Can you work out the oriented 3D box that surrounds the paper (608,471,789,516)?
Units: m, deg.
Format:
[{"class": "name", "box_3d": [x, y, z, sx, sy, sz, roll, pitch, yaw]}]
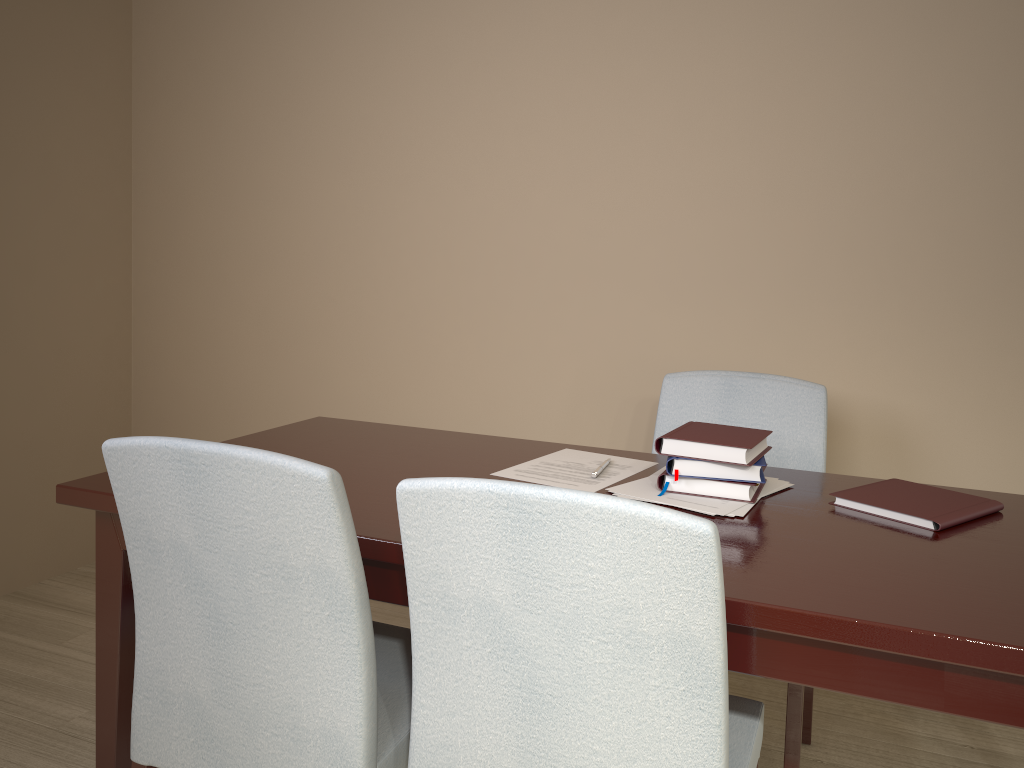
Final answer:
[{"class": "paper", "box_3d": [0.336, 0.181, 1.562, 0.211, 0.001, 0.291, 8, 10, 37]}]

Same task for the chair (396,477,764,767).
[{"class": "chair", "box_3d": [0.114, 0.492, 1.204, 0.400, 0.823, 0.508, 4, 5, 22]}]

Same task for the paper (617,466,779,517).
[{"class": "paper", "box_3d": [0.336, 0.182, 1.562, 0.211, 0.001, 0.291, 6, 9, 27]}]

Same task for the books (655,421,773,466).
[{"class": "books", "box_3d": [0.359, 0.102, 1.558, 0.165, 0.032, 0.183, 6, 9, 27]}]

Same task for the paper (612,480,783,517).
[{"class": "paper", "box_3d": [0.336, 0.183, 1.562, 0.211, 0.001, 0.291, 7, 9, 32]}]

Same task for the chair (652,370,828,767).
[{"class": "chair", "box_3d": [0.436, 0.410, 1.862, 0.400, 0.823, 0.508, 4, 5, 22]}]

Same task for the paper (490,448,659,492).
[{"class": "paper", "box_3d": [0.126, 0.161, 1.687, 0.211, 0.001, 0.291, 7, 9, 32]}]

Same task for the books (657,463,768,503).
[{"class": "books", "box_3d": [0.359, 0.164, 1.571, 0.165, 0.032, 0.184, 5, 8, 22]}]

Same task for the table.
[{"class": "table", "box_3d": [0.188, 0.530, 1.500, 1.761, 0.677, 0.755, 5, 7, 22]}]

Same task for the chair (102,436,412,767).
[{"class": "chair", "box_3d": [-0.308, 0.456, 1.376, 0.400, 0.823, 0.508, 4, 5, 22]}]

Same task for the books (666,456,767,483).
[{"class": "books", "box_3d": [0.360, 0.133, 1.565, 0.164, 0.032, 0.184, 3, 8, 12]}]

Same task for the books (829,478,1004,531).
[{"class": "books", "box_3d": [0.674, 0.198, 1.479, 0.215, 0.017, 0.195, -4, 10, -37]}]

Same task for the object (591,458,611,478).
[{"class": "object", "box_3d": [0.173, 0.157, 1.686, 0.011, 0.011, 0.159, 3, 8, 17]}]

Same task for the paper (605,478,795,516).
[{"class": "paper", "box_3d": [0.336, 0.182, 1.562, 0.211, 0.001, 0.291, 9, 11, 42]}]
